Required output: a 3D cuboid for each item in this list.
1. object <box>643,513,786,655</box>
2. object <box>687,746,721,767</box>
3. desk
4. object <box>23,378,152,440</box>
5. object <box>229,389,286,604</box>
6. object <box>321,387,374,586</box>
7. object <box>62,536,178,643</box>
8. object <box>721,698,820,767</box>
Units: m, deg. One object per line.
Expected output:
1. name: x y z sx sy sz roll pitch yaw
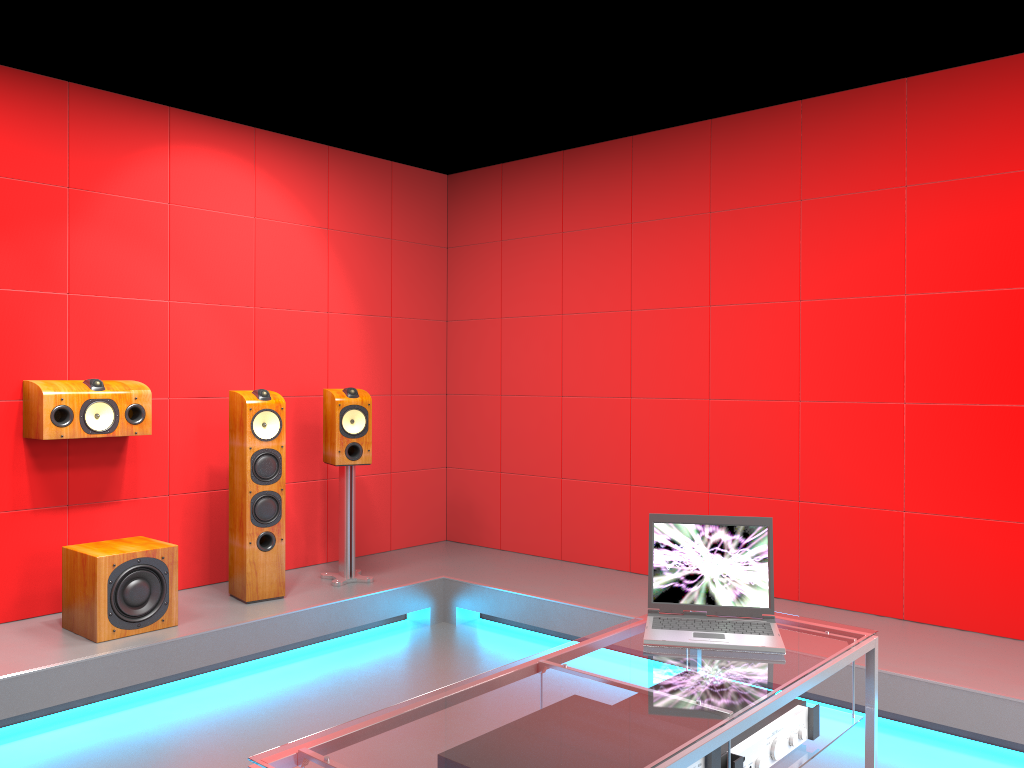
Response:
1. object: 0.523 0.511 2.320 0.342 0.285 0.340 0 0 11
2. object: 0.139 0.786 1.723 0.371 0.158 0.431 0 0 41
3. desk: 0.236 0.999 1.935 0.594 0.690 1.617 0 0 41
4. object: -1.974 0.109 4.141 0.235 0.271 0.493 0 0 41
5. object: -1.285 0.550 4.476 0.203 1.052 0.238 0 0 -39
6. object: -0.906 0.547 4.874 0.231 1.058 0.265 0 0 -29
7. object: -1.733 0.897 3.930 0.360 0.360 0.360 0 0 41
8. object: 0.462 0.818 2.096 0.365 0.092 0.435 0 0 41
